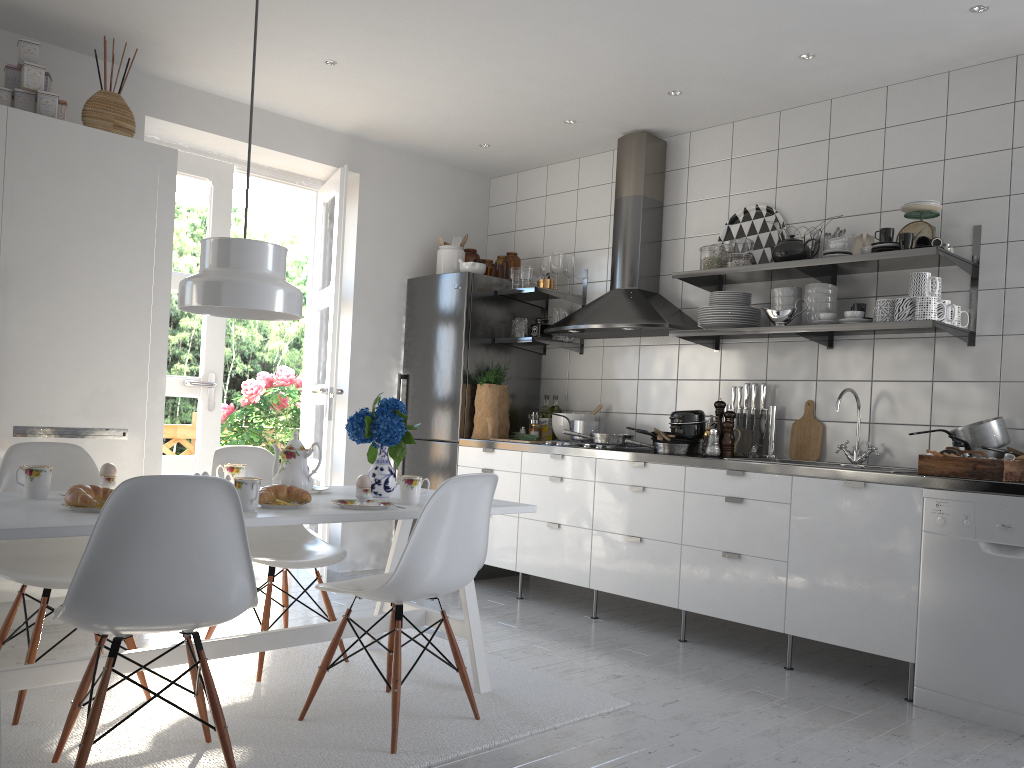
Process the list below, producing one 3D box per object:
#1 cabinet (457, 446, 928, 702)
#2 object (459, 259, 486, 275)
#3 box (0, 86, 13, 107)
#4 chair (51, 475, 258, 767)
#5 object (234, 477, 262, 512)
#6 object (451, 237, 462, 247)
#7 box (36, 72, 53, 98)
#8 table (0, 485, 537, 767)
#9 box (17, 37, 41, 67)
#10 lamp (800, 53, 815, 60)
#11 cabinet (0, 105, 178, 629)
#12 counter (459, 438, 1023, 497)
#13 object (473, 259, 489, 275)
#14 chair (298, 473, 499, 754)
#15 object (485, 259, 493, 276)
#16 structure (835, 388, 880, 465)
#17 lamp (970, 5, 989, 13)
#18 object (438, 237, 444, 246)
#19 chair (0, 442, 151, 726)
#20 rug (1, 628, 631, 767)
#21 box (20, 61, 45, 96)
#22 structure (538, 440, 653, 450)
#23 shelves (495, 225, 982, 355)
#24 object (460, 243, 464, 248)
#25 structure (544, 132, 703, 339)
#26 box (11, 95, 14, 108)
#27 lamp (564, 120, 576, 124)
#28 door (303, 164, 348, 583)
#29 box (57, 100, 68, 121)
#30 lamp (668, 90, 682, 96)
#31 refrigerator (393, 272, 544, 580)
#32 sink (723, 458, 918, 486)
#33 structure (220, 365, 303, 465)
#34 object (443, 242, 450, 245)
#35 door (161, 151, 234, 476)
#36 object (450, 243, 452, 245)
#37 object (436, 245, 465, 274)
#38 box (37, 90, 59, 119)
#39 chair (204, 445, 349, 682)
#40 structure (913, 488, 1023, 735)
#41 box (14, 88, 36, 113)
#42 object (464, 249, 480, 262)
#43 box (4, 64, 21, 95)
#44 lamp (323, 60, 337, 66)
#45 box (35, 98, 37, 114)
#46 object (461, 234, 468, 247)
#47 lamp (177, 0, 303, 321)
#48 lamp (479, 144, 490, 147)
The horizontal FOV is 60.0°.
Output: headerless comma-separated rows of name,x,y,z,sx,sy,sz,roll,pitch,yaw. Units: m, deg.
cabinet,1.025,0.786,4.163,0.663,0.795,3.235,4,-2,-44
object,-0.231,-0.693,5.330,0.159,0.110,0.173,2,-2,41
box,-2.099,-1.153,3.626,0.081,0.111,0.081,4,-1,-44
chair,-0.892,0.605,2.218,0.465,0.800,0.542,3,-1,-30
object,-0.757,0.317,2.527,0.078,0.095,0.091,3,-1,-7
object,-0.373,-0.788,5.523,0.064,0.290,0.141,3,0,20
box,-1.990,-1.253,3.738,0.081,0.111,0.081,3,-1,-19
table,-0.866,0.699,2.812,1.828,0.660,0.813,5,-2,-44
box,-2.013,-1.366,3.688,0.081,0.111,0.081,3,-1,-34
lamp,1.259,-1.405,3.773,0.064,0.030,0.064,2,-2,39
cabinet,-2.227,-0.053,3.689,1.379,2.096,0.512,4,0,-44
counter,1.051,0.369,4.166,0.651,0.045,3.237,5,-3,-44
object,-0.205,-0.704,5.582,0.113,0.154,0.113,3,-1,-15
chair,-0.328,0.656,2.754,0.542,0.800,0.465,3,-1,35
object,-0.168,-0.711,5.764,0.113,0.186,0.113,3,-1,-14
structure,1.539,0.197,3.940,0.188,0.352,0.274,3,-1,23
lamp,1.732,-1.400,3.282,0.064,0.030,0.064,2,-2,39
object,-0.427,-0.777,5.522,0.054,0.262,0.149,3,0,21
chair,-1.444,0.602,2.865,0.465,0.800,0.542,4,-1,-45
rug,-0.916,1.028,2.782,2.312,0.004,1.425,5,-3,-44
box,-1.975,-1.256,3.651,0.081,0.111,0.081,4,-1,-39
structure,0.465,0.326,4.765,0.491,0.029,0.467,5,-3,-44
shelves,0.932,-0.439,4.499,0.427,0.512,2.538,4,-2,-44
object,-0.333,-0.765,5.524,0.050,0.247,0.114,3,0,11
structure,0.597,-0.820,4.834,0.472,1.092,0.868,3,-1,-44
box,-2.114,-1.150,3.726,0.081,0.111,0.081,3,-1,11
lamp,0.311,-1.417,4.757,0.064,0.030,0.064,2,-2,39
door,-1.109,-0.054,5.189,0.157,2.326,0.601,3,0,-24
box,-1.930,-1.140,3.751,0.081,0.111,0.081,3,-1,-29
lamp,0.785,-1.411,4.265,0.064,0.030,0.064,2,-2,39
refrigerator,-0.286,0.267,5.523,0.695,1.800,0.576,3,0,-44
sink,1.355,0.401,3.813,0.488,0.111,0.765,5,-3,-44
structure,-1.816,0.496,6.818,1.177,1.280,1.261,4,-1,-43
object,-0.406,-0.770,5.534,0.061,0.251,0.117,3,0,-14
door,-1.870,-0.107,4.848,0.603,2.326,0.156,3,0,-44
object,-0.358,-0.766,5.546,0.033,0.250,0.118,3,0,-44
object,-0.381,-0.743,5.515,0.174,0.208,0.174,2,-1,42
box,-1.920,-1.143,3.663,0.081,0.111,0.081,3,-1,-29
chair,-0.912,0.649,3.380,0.542,0.800,0.465,2,-1,40
structure,1.857,0.795,3.196,0.509,0.791,0.573,4,-1,-44
box,-2.011,-1.148,3.656,0.081,0.111,0.081,3,-1,-29
object,-0.273,-0.744,5.689,0.117,0.236,0.117,3,0,-18
box,-2.070,-1.259,3.690,0.081,0.111,0.081,3,-1,-34
lamp,-0.845,-1.502,4.114,0.064,0.030,0.064,2,-2,39
box,-2.018,-1.145,3.745,0.081,0.111,0.081,3,-1,-24
object,-0.328,-0.788,5.516,0.131,0.296,0.056,3,0,26
lamp,-0.816,-0.881,2.780,0.373,1.323,0.373,3,0,-12
lamp,-0.162,-1.423,5.248,0.064,0.030,0.064,2,-2,39
